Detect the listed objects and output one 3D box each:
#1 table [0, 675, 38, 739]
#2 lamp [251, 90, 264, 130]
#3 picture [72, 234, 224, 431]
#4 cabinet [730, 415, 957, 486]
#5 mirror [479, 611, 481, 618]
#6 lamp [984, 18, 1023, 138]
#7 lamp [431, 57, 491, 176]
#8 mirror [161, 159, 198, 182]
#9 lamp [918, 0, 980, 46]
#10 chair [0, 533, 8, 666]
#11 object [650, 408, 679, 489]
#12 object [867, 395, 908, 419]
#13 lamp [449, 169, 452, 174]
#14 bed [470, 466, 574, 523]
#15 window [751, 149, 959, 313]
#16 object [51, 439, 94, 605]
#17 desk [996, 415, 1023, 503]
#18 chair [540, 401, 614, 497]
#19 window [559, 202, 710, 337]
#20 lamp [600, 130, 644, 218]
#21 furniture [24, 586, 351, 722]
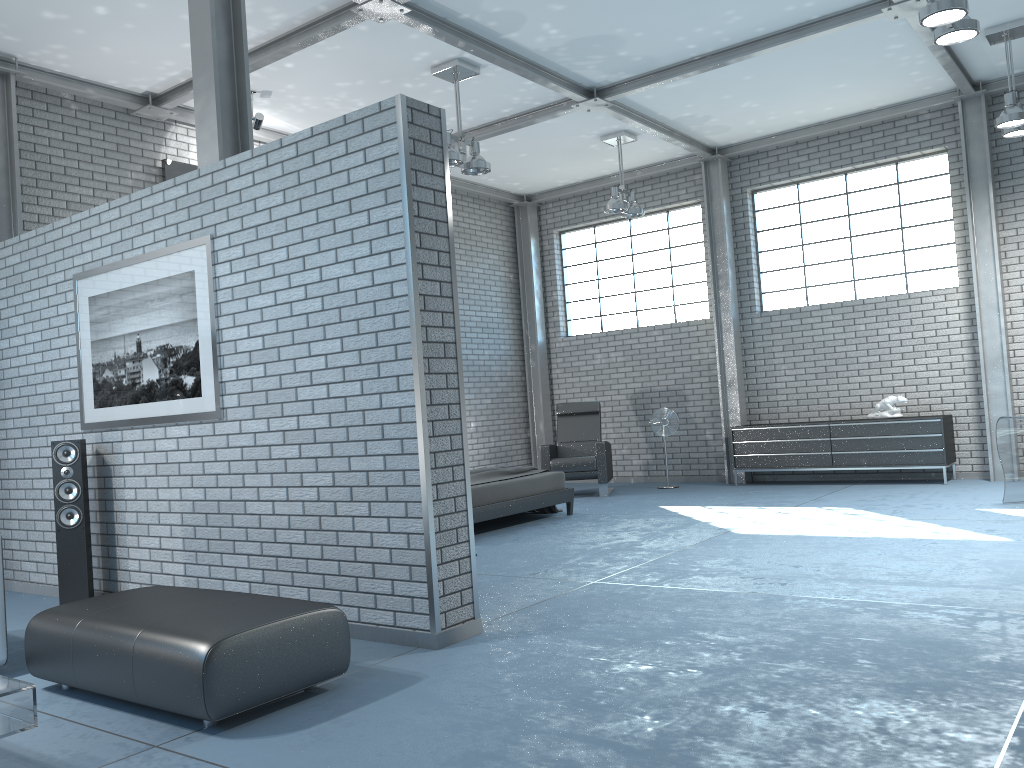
[{"bbox_3d":[-2.073,1.108,2.612,0.900,0.300,0.900,-5,-2,37],"label":"table"},{"bbox_3d":[-2.281,-2.419,7.845,0.137,0.311,0.166,-3,-2,-28],"label":"lamp"},{"bbox_3d":[-2.207,-0.257,5.288,1.490,1.015,0.020,-5,-2,37],"label":"picture"},{"bbox_3d":[3.589,0.748,9.752,2.250,0.682,0.510,-5,-2,37],"label":"cabinet"},{"bbox_3d":[-0.501,0.719,4.531,0.674,0.978,0.165,-5,-2,37],"label":"mirror"},{"bbox_3d":[4.255,-2.601,7.558,0.300,0.872,0.639,-5,-2,37],"label":"lamp"},{"bbox_3d":[-0.454,-2.273,7.570,0.300,0.872,0.639,-5,-2,37],"label":"lamp"},{"bbox_3d":[-1.990,-0.293,9.246,0.050,3.500,3.400,-5,-2,37],"label":"mirror"},{"bbox_3d":[2.587,-2.557,5.309,0.300,0.872,0.639,-5,-2,37],"label":"lamp"},{"bbox_3d":[-2.874,0.981,3.990,0.919,0.661,0.767,-5,-2,39],"label":"chair"},{"bbox_3d":[1.830,0.760,10.584,0.342,0.954,0.258,-4,-2,2],"label":"object"},{"bbox_3d":[3.992,0.247,9.440,0.151,0.244,0.496,-3,-2,-29],"label":"object"},{"bbox_3d":[-0.759,-2.443,9.918,0.161,0.343,0.137,-4,-2,7],"label":"lamp"},{"bbox_3d":[-0.830,1.032,8.522,2.261,0.674,2.290,-5,-2,37],"label":"bed"},{"bbox_3d":[3.864,-1.676,10.107,2.200,1.500,0.100,-5,-2,37],"label":"window"},{"bbox_3d":[-2.670,0.864,5.395,0.159,1.045,0.254,-3,-2,-18],"label":"object"},{"bbox_3d":[4.286,0.583,6.636,0.593,0.718,1.358,-4,-2,2],"label":"desk"},{"bbox_3d":[0.778,0.760,10.532,0.763,1.099,0.940,-4,-2,12],"label":"chair"},{"bbox_3d":[1.623,-1.467,11.773,2.200,1.500,0.100,-5,-2,37],"label":"window"},{"bbox_3d":[1.214,-2.318,9.818,0.300,0.872,0.639,-5,-2,37],"label":"lamp"},{"bbox_3d":[-1.343,1.038,3.614,1.291,0.301,0.685,-5,-2,37],"label":"furniture"}]
